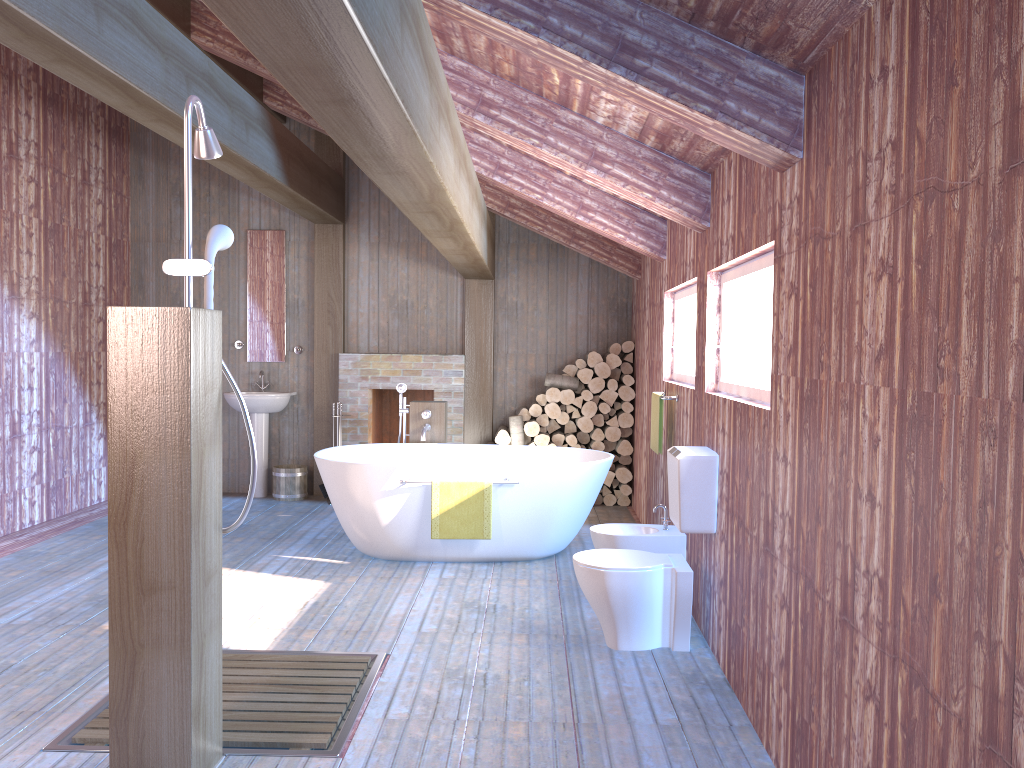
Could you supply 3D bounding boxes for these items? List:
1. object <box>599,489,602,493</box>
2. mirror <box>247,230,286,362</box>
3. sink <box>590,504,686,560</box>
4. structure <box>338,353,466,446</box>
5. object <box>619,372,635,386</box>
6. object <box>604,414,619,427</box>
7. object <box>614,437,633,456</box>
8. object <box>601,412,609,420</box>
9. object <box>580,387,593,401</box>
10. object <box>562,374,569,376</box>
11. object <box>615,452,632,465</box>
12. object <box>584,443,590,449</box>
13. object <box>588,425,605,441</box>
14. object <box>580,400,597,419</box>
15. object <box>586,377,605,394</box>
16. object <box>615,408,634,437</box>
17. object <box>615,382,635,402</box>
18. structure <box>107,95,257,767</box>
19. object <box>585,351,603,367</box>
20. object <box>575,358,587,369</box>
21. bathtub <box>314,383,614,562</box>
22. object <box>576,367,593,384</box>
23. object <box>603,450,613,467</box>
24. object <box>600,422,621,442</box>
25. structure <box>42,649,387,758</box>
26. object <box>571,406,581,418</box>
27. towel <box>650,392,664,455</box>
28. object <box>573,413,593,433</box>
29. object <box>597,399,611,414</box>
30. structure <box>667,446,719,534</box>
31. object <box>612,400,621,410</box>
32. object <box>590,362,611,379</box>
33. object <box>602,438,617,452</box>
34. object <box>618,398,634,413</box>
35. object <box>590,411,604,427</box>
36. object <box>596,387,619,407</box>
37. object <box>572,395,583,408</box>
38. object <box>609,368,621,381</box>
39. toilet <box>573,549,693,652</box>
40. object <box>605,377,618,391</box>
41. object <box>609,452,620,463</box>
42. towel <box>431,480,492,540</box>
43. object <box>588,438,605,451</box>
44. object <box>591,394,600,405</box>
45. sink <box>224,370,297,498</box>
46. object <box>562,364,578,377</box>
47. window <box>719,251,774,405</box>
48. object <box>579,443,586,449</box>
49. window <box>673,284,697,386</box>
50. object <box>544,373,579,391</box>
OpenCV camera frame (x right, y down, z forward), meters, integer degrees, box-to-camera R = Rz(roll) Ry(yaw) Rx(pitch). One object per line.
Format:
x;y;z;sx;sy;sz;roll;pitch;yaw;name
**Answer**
0.731;0.887;7.937;0.125;0.132;0.320;1;2;0;object
-2.239;-0.800;8.083;0.350;1.199;0.009;1;2;1;mirror
0.688;0.923;4.933;0.515;0.517;0.335;1;2;2;sink
-0.991;0.389;8.033;1.130;1.330;0.226;1;2;1;structure
1.003;-0.044;7.795;0.102;0.109;0.438;1;2;2;object
0.869;0.306;7.812;0.115;0.112;0.423;1;2;2;object
0.970;0.539;7.840;0.139;0.137;0.455;1;2;0;object
0.812;0.278;7.799;0.065;0.069;0.177;1;2;1;object
0.651;0.086;7.804;0.102;0.109;0.438;1;2;2;object
0.463;-0.031;7.903;0.113;0.130;0.291;1;2;2;object
0.985;0.644;7.877;0.114;0.113;0.301;1;2;-1;object
0.649;0.592;7.826;0.115;0.112;0.423;1;2;2;object
0.741;0.432;7.795;0.114;0.113;0.301;1;2;-1;object
0.671;0.214;7.813;0.136;0.157;0.439;1;2;2;object
0.731;0.009;7.804;0.143;0.151;0.440;1;2;2;object
0.983;0.353;7.821;0.137;0.256;0.439;1;2;2;object
0.989;0.069;7.803;0.147;0.152;0.439;1;2;2;object
-1.045;0.148;2.871;0.328;2.209;0.522;2;2;22;structure
0.722;-0.220;7.813;0.135;0.139;0.456;1;2;2;object
0.602;-0.180;7.788;0.094;0.097;0.227;1;2;2;object
-0.340;0.577;5.955;1.935;1.109;1.460;2;2;23;bathtub
0.634;-0.083;7.820;0.139;0.148;0.458;1;2;2;object
0.803;0.654;7.834;0.138;0.147;0.440;1;2;2;object
0.867;0.422;7.824;0.137;0.133;0.437;1;2;0;object
-1.067;1.238;3.459;1.000;0.067;1.000;1;2;1;structure
0.564;0.245;7.820;0.085;0.096;0.280;1;2;2;object
0.892;0.238;5.459;0.032;0.361;0.370;1;2;2;towel
0.627;0.338;7.818;0.141;0.143;0.437;1;2;0;object
0.800;0.195;7.807;0.102;0.109;0.438;1;2;2;object
0.831;0.483;4.120;0.182;0.363;0.358;1;2;2;structure
0.935;0.185;7.850;0.088;0.092;0.280;1;2;2;object
0.772;-0.127;7.798;0.141;0.143;0.437;1;2;0;object
0.857;0.535;7.921;0.118;0.106;0.319;1;2;-1;object
0.996;0.187;7.804;0.102;0.109;0.438;1;2;2;object
0.743;0.304;7.801;0.111;0.118;0.302;1;2;1;object
0.837;0.113;7.834;0.172;0.151;0.482;1;2;2;object
0.560;0.155;7.809;0.109;0.124;0.424;1;2;1;object
0.896;-0.090;7.897;0.132;0.119;0.319;1;2;3;object
0.548;1.012;4.154;0.534;0.400;0.375;1;2;2;toilet
0.870;-0.002;7.798;0.089;0.106;0.437;1;2;2;object
0.904;0.650;7.874;0.088;0.092;0.280;1;2;1;object
-0.306;0.764;5.389;0.370;0.361;0.032;1;2;-2;towel
0.741;0.539;7.795;0.116;0.117;0.289;1;2;-1;object
0.724;0.135;7.786;0.095;0.090;0.278;1;2;3;object
-2.274;0.453;7.925;0.582;1.143;0.475;1;2;1;sink
0.518;-0.115;7.899;0.140;0.121;0.319;1;2;3;object
1.005;-0.225;3.661;0.054;0.587;1.255;1;2;2;window
0.620;0.558;7.812;0.054;0.056;0.146;1;2;2;object
1.064;-0.287;5.206;0.054;0.587;1.255;1;2;2;window
0.432;-0.019;7.706;0.302;0.157;0.121;1;2;2;object
